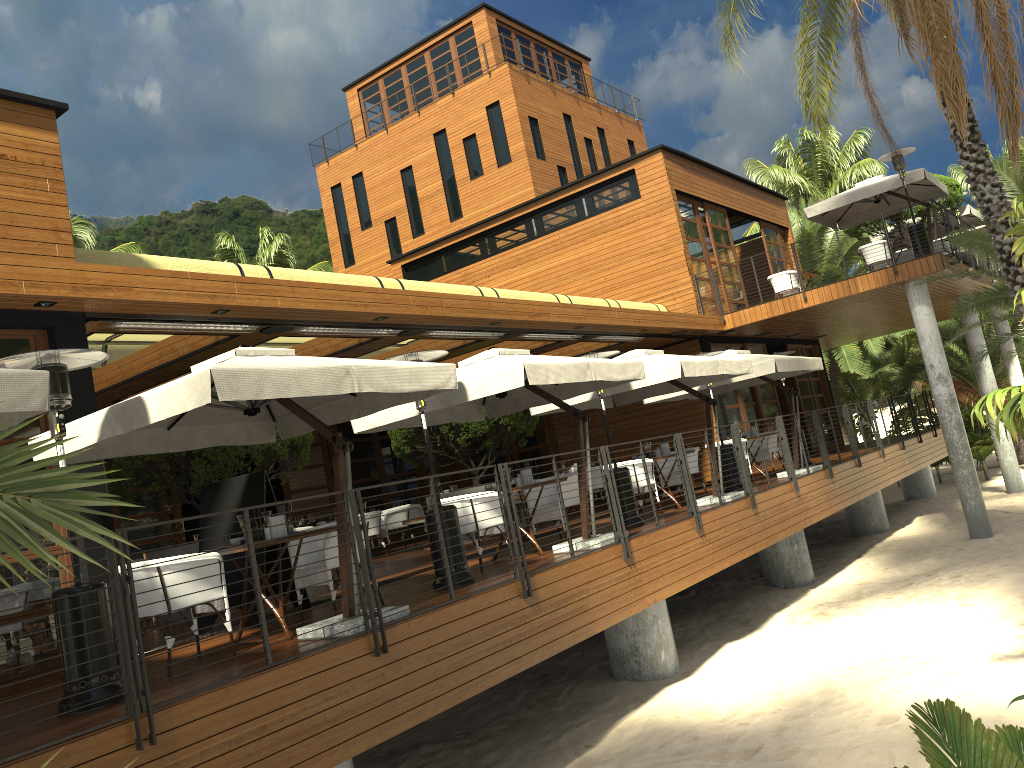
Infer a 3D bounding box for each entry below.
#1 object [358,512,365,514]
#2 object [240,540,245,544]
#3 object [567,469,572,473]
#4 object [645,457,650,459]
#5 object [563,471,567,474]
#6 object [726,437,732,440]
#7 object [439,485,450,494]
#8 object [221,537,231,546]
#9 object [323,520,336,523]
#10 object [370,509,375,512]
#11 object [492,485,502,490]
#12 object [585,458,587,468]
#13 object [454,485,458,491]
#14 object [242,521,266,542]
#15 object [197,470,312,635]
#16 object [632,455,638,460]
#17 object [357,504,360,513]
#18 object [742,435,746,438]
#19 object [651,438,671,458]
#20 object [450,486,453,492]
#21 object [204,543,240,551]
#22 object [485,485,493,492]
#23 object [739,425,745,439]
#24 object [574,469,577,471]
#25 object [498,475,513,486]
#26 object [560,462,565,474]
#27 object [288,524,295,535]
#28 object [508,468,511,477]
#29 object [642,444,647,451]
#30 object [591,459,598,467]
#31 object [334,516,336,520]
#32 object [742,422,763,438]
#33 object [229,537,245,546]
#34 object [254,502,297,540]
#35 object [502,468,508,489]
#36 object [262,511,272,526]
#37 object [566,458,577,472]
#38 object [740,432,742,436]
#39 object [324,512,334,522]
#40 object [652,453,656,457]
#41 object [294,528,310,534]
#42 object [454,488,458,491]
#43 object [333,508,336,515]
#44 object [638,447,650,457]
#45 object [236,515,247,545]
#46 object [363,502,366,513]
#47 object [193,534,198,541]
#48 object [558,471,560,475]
[{"bbox_3d":[-2.671,2.315,15.771,0.116,0.065,0.115,-7,-8,-34],"label":"object"},{"bbox_3d":[-2.051,1.219,6.835,0.080,0.042,0.080,-15,-7,26],"label":"object"},{"bbox_3d":[1.074,1.631,16.530,0.086,0.086,0.086,-16,-8,36],"label":"object"},{"bbox_3d":[1.767,1.047,12.206,0.294,0.025,0.170,-16,-8,35],"label":"object"},{"bbox_3d":[1.028,1.683,16.815,0.116,0.065,0.115,-11,-6,-5],"label":"object"},{"bbox_3d":[3.717,0.949,15.183,0.086,0.086,0.086,-16,-8,35],"label":"object"},{"bbox_3d":[-1.401,2.231,18.264,0.263,0.264,0.263,-11,-7,-6],"label":"object"},{"bbox_3d":[-2.232,1.244,6.943,0.086,0.086,0.086,-17,-9,40],"label":"object"},{"bbox_3d":[-3.153,2.396,15.431,0.170,0.025,0.294,-8,-7,-32],"label":"object"},{"bbox_3d":[-2.468,2.257,15.719,0.086,0.086,0.086,-13,-7,13],"label":"object"},{"bbox_3d":[-0.155,1.132,9.632,0.115,0.065,0.116,-16,-8,34],"label":"object"},{"bbox_3d":[1.382,1.497,16.559,0.082,0.227,0.082,-9,-8,-19],"label":"object"},{"bbox_3d":[-1.151,2.215,18.434,0.082,0.227,0.082,-9,-7,-17],"label":"object"},{"bbox_3d":[-2.076,1.182,7.100,0.167,0.179,0.163,-16,-8,33],"label":"object"},{"bbox_3d":[-2.587,1.594,8.569,0.767,1.400,0.771,-14,-7,20],"label":"object"},{"bbox_3d":[1.718,1.048,12.415,0.086,0.086,0.086,-17,-9,40],"label":"object"},{"bbox_3d":[-2.759,2.273,16.010,0.082,0.227,0.082,-5,-10,-43],"label":"object"},{"bbox_3d":[4.060,0.918,15.424,0.116,0.065,0.116,-13,-7,17],"label":"object"},{"bbox_3d":[2.102,0.879,12.406,0.263,0.264,0.263,-10,-7,-10],"label":"object"},{"bbox_3d":[-1.209,2.180,18.013,0.082,0.227,0.082,-10,-7,-12],"label":"object"},{"bbox_3d":[-2.184,1.243,6.735,0.294,0.025,0.170,-16,-8,35],"label":"object"},{"bbox_3d":[-0.254,1.146,9.683,0.086,0.086,0.086,-17,-9,40],"label":"object"},{"bbox_3d":[3.903,0.818,15.013,0.082,0.227,0.082,-17,-9,36],"label":"object"},{"bbox_3d":[1.207,1.616,16.539,0.116,0.065,0.116,-13,-7,18],"label":"object"},{"bbox_3d":[-0.098,1.084,9.843,0.162,0.179,0.168,-16,-8,37],"label":"object"},{"bbox_3d":[0.965,1.584,16.587,0.082,0.227,0.082,-11,-7,-3],"label":"object"},{"bbox_3d":[-1.793,1.177,7.140,0.086,0.086,0.086,-17,-9,40],"label":"object"},{"bbox_3d":[-0.032,1.068,10.066,0.082,0.227,0.082,-15,-8,24],"label":"object"},{"bbox_3d":[1.940,0.970,12.797,0.082,0.227,0.082,-17,-9,36],"label":"object"},{"bbox_3d":[1.519,1.499,16.577,0.163,0.179,0.167,-11,-7,-6],"label":"object"},{"bbox_3d":[-3.100,2.381,15.684,0.086,0.086,0.086,-13,-7,13],"label":"object"},{"bbox_3d":[4.100,0.780,15.174,0.263,0.264,0.263,-10,-7,-10],"label":"object"},{"bbox_3d":[-2.133,1.230,6.892,0.115,0.065,0.116,-17,-8,39],"label":"object"},{"bbox_3d":[-1.849,1.075,6.934,0.263,0.264,0.263,-10,-7,-10],"label":"object"},{"bbox_3d":[-0.067,1.015,9.513,0.082,0.227,0.082,-17,-9,36],"label":"object"},{"bbox_3d":[-2.010,1.166,7.326,0.082,0.227,0.082,-17,-9,36],"label":"object"},{"bbox_3d":[1.205,1.544,16.798,0.263,0.264,0.263,-10,-7,-9],"label":"object"},{"bbox_3d":[3.872,0.887,15.343,0.162,0.179,0.168,-16,-8,37],"label":"object"},{"bbox_3d":[-3.245,2.370,15.746,0.163,0.179,0.167,-7,-8,-34],"label":"object"},{"bbox_3d":[2.061,1.017,12.656,0.115,0.065,0.116,-16,-8,34],"label":"object"},{"bbox_3d":[-1.831,1.238,7.337,0.294,0.025,0.170,-16,-8,35],"label":"object"},{"bbox_3d":[-1.158,2.258,18.564,0.168,0.179,0.162,-11,-7,-3],"label":"object"},{"bbox_3d":[-3.144,2.331,15.832,0.082,0.227,0.082,-6,-9,-36],"label":"object"},{"bbox_3d":[1.874,0.987,12.575,0.162,0.179,0.168,-16,-8,37],"label":"object"},{"bbox_3d":[-2.045,1.113,6.773,0.082,0.227,0.082,-17,-9,36],"label":"object"},{"bbox_3d":[-2.591,2.198,15.641,0.082,0.227,0.082,-6,-9,-36],"label":"object"},{"bbox_3d":[-4.786,2.402,13.459,0.082,0.227,0.082,-4,-10,-45],"label":"object"},{"bbox_3d":[0.874,1.719,16.963,0.086,0.086,0.086,-5,-9,-44],"label":"object"}]
